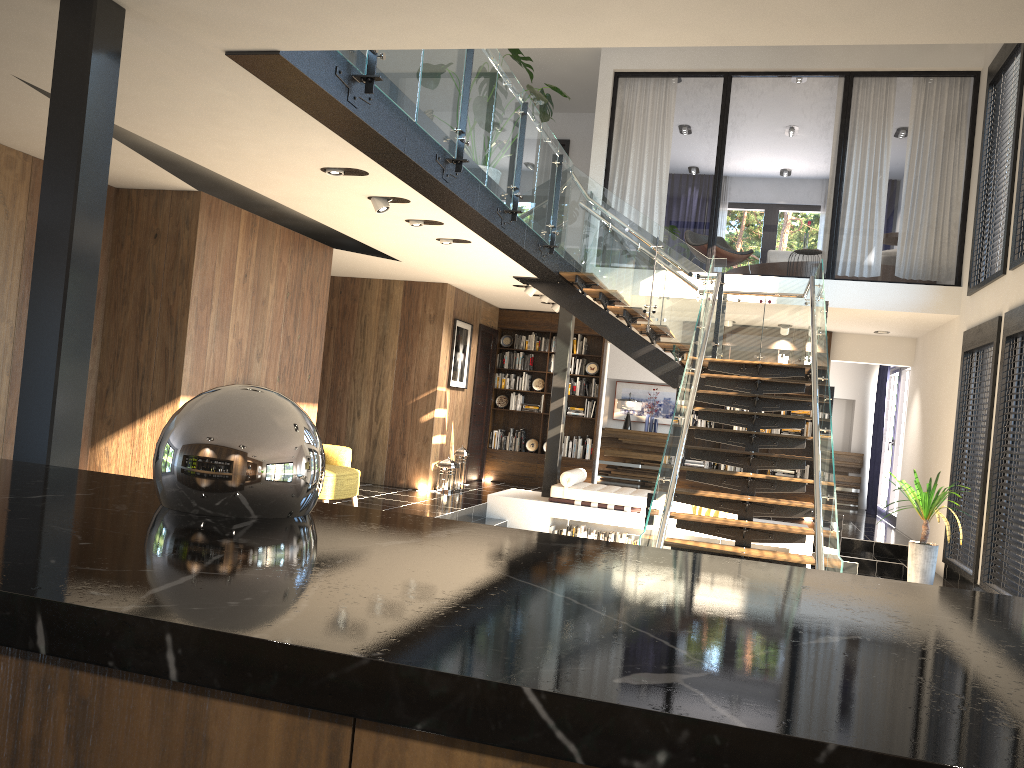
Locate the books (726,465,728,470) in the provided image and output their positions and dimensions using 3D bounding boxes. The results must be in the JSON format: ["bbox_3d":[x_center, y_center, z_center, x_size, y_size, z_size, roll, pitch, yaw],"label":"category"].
[{"bbox_3d":[3.141,1.190,12.950,0.025,0.274,0.150,5,-1,15],"label":"books"}]

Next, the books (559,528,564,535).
[{"bbox_3d":[0.595,1.877,10.704,0.030,0.256,0.145,5,-1,15],"label":"books"}]

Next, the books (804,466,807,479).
[{"bbox_3d":[4.183,1.296,12.650,0.023,0.254,0.191,5,-1,15],"label":"books"}]

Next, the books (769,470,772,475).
[{"bbox_3d":[3.722,1.281,12.774,0.025,0.199,0.149,5,-1,15],"label":"books"}]

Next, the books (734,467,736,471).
[{"bbox_3d":[3.251,1.188,12.915,0.032,0.298,0.169,5,-1,15],"label":"books"}]

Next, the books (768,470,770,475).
[{"bbox_3d":[3.705,1.247,12.794,0.024,0.263,0.174,5,-1,15],"label":"books"}]

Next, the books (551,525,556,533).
[{"bbox_3d":[0.488,1.852,10.713,0.024,0.286,0.130,5,-1,15],"label":"books"}]

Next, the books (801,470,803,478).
[{"bbox_3d":[4.143,1.286,12.672,0.023,0.267,0.147,5,-1,15],"label":"books"}]

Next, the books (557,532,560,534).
[{"bbox_3d":[0.563,1.897,10.708,0.029,0.211,0.130,5,-1,15],"label":"books"}]

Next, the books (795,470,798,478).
[{"bbox_3d":[4.061,1.288,12.680,0.026,0.247,0.149,5,-1,15],"label":"books"}]

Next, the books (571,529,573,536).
[{"bbox_3d":[0.726,1.877,10.655,0.028,0.279,0.120,5,-1,15],"label":"books"}]

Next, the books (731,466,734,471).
[{"bbox_3d":[3.220,1.194,12.925,0.031,0.280,0.141,5,-1,15],"label":"books"}]

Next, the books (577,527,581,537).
[{"bbox_3d":[0.802,1.868,10.603,0.028,0.309,0.211,5,-1,15],"label":"books"}]

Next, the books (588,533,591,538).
[{"bbox_3d":[0.925,1.915,10.596,0.029,0.240,0.165,5,-1,15],"label":"books"}]

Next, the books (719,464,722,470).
[{"bbox_3d":[3.056,1.188,12.979,0.026,0.263,0.156,5,-1,15],"label":"books"}]

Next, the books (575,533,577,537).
[{"bbox_3d":[0.778,1.903,10.634,0.029,0.237,0.147,5,-1,15],"label":"books"}]

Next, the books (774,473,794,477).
[{"bbox_3d":[3.904,1.304,12.731,0.263,0.024,0.167,5,-1,10],"label":"books"}]

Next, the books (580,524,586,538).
[{"bbox_3d":[0.846,1.859,10.613,0.051,0.338,0.188,5,-1,15],"label":"books"}]

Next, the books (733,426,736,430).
[{"bbox_3d":[3.258,0.561,12.937,0.030,0.284,0.176,5,-1,15],"label":"books"}]

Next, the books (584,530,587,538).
[{"bbox_3d":[0.880,1.890,10.602,0.025,0.282,0.149,5,-1,15],"label":"books"}]

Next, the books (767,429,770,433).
[{"bbox_3d":[3.719,0.630,12.826,0.037,0.232,0.231,5,-1,15],"label":"books"}]

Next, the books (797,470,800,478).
[{"bbox_3d":[4.092,1.251,12.675,0.030,0.326,0.195,5,-1,15],"label":"books"}]

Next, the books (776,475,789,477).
[{"bbox_3d":[3.905,1.329,12.743,0.250,0.026,0.148,5,-1,12],"label":"books"}]

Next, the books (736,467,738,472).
[{"bbox_3d":[3.270,1.211,12.884,0.025,0.255,0.202,5,-1,15],"label":"books"}]

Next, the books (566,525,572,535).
[{"bbox_3d":[0.676,1.855,10.673,0.029,0.314,0.163,5,-1,15],"label":"books"}]

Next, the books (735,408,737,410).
[{"bbox_3d":[3.279,0.267,12.945,0.027,0.239,0.153,5,-1,15],"label":"books"}]

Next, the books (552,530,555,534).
[{"bbox_3d":[0.504,1.882,10.693,0.024,0.229,0.171,5,-1,15],"label":"books"}]

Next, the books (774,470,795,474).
[{"bbox_3d":[3.909,1.251,12.728,0.288,0.030,0.176,5,-1,19],"label":"books"}]

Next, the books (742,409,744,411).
[{"bbox_3d":[3.377,0.273,12.918,0.030,0.244,0.142,5,-1,15],"label":"books"}]

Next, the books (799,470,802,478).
[{"bbox_3d":[4.119,1.261,12.669,0.027,0.311,0.149,5,-1,15],"label":"books"}]

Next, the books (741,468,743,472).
[{"bbox_3d":[3.355,1.219,12.876,0.034,0.255,0.194,5,-1,15],"label":"books"}]

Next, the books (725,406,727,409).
[{"bbox_3d":[3.150,0.261,12.995,0.030,0.228,0.176,5,-1,15],"label":"books"}]

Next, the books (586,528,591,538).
[{"bbox_3d":[0.906,1.877,10.606,0.021,0.313,0.139,5,-1,15],"label":"books"}]

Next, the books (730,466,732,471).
[{"bbox_3d":[3.188,1.224,12.922,0.025,0.214,0.170,5,-1,15],"label":"books"}]

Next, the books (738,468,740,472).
[{"bbox_3d":[3.305,1.189,12.896,0.032,0.305,0.155,5,-1,15],"label":"books"}]

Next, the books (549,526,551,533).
[{"bbox_3d":[0.467,1.858,10.734,0.025,0.270,0.156,5,-1,15],"label":"books"}]

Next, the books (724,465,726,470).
[{"bbox_3d":[3.110,1.193,12.939,0.030,0.262,0.173,5,-1,15],"label":"books"}]

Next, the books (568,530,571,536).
[{"bbox_3d":[0.690,1.886,10.630,0.027,0.254,0.204,5,-1,15],"label":"books"}]

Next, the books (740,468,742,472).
[{"bbox_3d":[3.325,1.220,12.876,0.023,0.246,0.149,5,-1,15],"label":"books"}]

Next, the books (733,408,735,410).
[{"bbox_3d":[3.250,0.270,12.944,0.027,0.228,0.208,5,-1,15],"label":"books"}]

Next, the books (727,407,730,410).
[{"bbox_3d":[3.181,0.242,12.985,0.031,0.272,0.158,5,-1,15],"label":"books"}]

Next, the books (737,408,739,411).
[{"bbox_3d":[3.305,0.260,12.932,0.028,0.258,0.208,5,-1,15],"label":"books"}]

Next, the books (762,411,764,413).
[{"bbox_3d":[3.641,0.311,12.862,0.046,0.219,0.145,5,-1,15],"label":"books"}]

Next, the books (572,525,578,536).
[{"bbox_3d":[0.748,1.857,10.620,0.030,0.322,0.203,5,-1,15],"label":"books"}]

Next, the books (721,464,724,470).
[{"bbox_3d":[3.078,1.164,12.938,0.035,0.312,0.160,5,-1,15],"label":"books"}]

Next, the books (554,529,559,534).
[{"bbox_3d":[0.531,1.878,10.689,0.027,0.241,0.150,5,-1,15],"label":"books"}]

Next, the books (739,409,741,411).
[{"bbox_3d":[3.333,0.291,12.945,0.026,0.201,0.146,5,-1,15],"label":"books"}]

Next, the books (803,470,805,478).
[{"bbox_3d":[4.163,1.304,12.663,0.022,0.234,0.178,5,-1,15],"label":"books"}]

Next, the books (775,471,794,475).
[{"bbox_3d":[3.910,1.280,12.742,0.251,0.026,0.148,5,-1,11],"label":"books"}]

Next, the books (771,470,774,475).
[{"bbox_3d":[3.746,1.263,12.760,0.026,0.238,0.159,5,-1,15],"label":"books"}]

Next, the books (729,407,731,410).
[{"bbox_3d":[3.204,0.299,12.977,0.027,0.162,0.126,5,-1,15],"label":"books"}]

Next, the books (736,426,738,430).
[{"bbox_3d":[3.272,0.594,12.895,0.023,0.218,0.196,5,-1,15],"label":"books"}]

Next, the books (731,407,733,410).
[{"bbox_3d":[3.227,0.283,12.958,0.024,0.197,0.175,5,-1,15],"label":"books"}]

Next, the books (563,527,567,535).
[{"bbox_3d":[0.636,1.872,10.655,0.035,0.273,0.200,5,-1,15],"label":"books"}]

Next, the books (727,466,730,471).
[{"bbox_3d":[3.161,1.190,12.918,0.030,0.276,0.160,5,-1,15],"label":"books"}]

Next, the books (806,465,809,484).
[{"bbox_3d":[4.205,1.287,12.637,0.025,0.274,0.205,5,-1,15],"label":"books"}]
